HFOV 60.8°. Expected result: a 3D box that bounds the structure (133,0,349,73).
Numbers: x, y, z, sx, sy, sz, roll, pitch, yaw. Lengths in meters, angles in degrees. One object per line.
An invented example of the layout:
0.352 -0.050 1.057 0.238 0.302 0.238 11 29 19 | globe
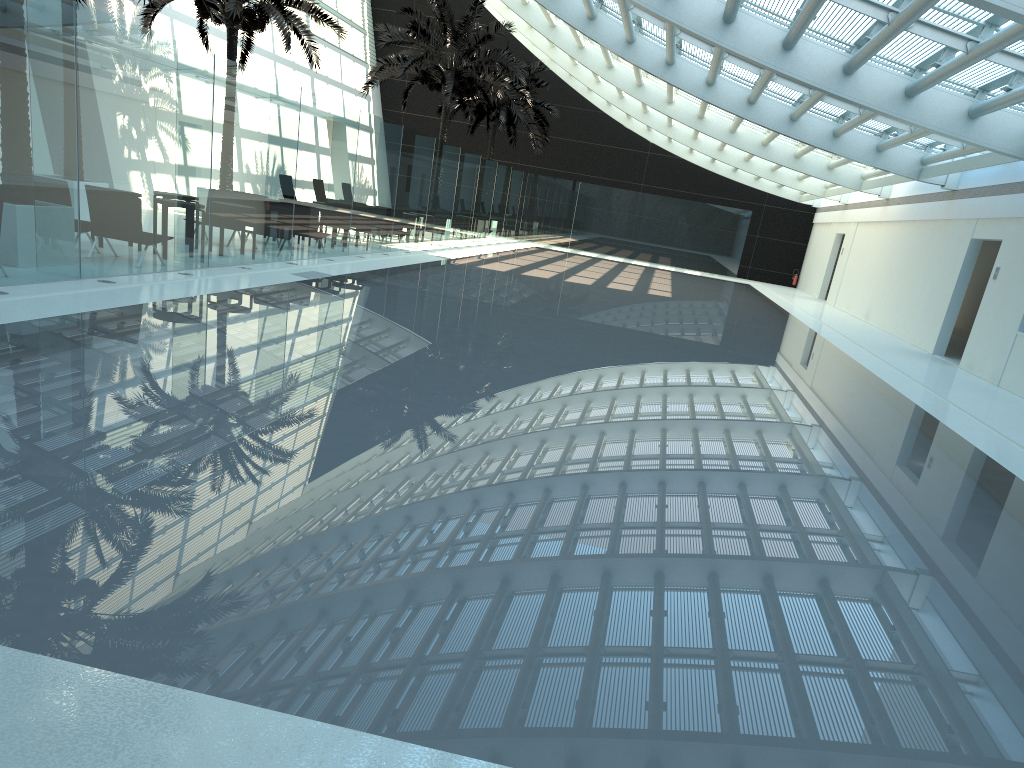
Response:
-6.556 -7.402 20.039 4.134 7.239 4.562 24 23 38 | structure

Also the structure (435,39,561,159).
-0.628 -9.442 34.199 4.474 7.370 4.545 5 18 -14 | structure

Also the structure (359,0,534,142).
-2.026 -8.078 26.605 4.823 7.371 4.216 10 18 1 | structure

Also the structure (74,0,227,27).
-7.373 -6.325 14.432 4.660 7.176 4.043 5 19 -14 | structure
